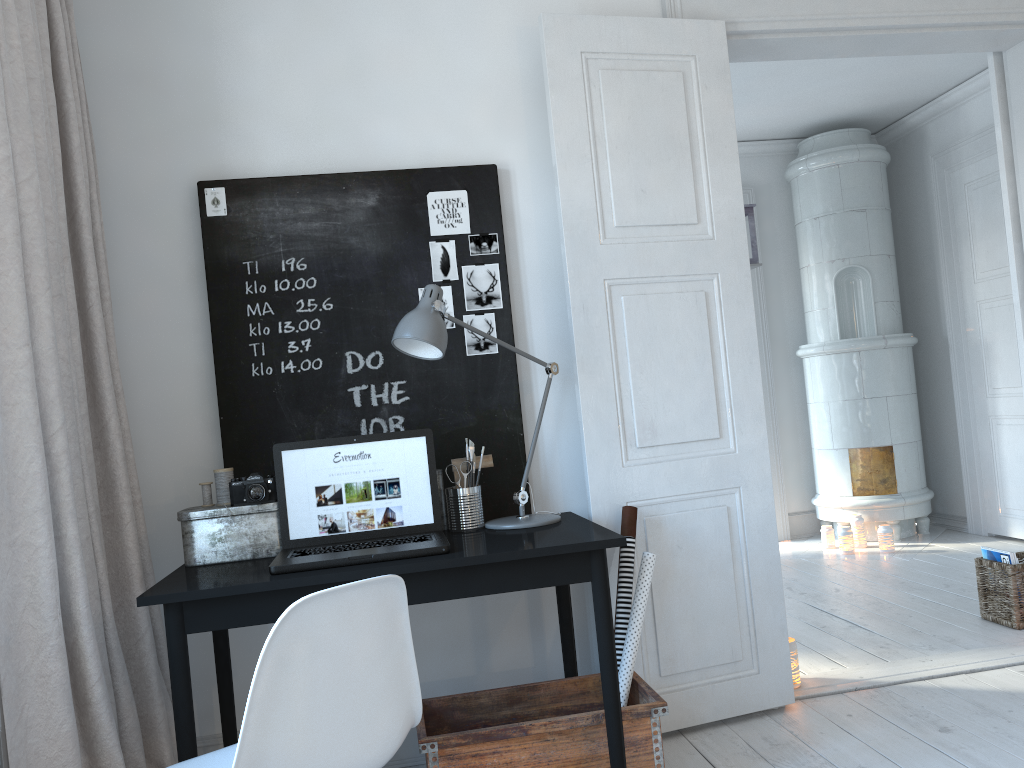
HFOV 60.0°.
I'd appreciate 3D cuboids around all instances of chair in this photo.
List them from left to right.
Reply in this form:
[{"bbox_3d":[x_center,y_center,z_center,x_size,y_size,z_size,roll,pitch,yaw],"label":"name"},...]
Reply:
[{"bbox_3d":[-0.422,0.784,1.763,0.474,0.824,0.554,-5,-1,-44],"label":"chair"}]

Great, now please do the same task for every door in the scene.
[{"bbox_3d":[0.989,-0.065,6.264,2.598,2.505,0.578,-6,-1,-9],"label":"door"},{"bbox_3d":[1.433,-0.197,3.282,2.598,2.505,0.578,-6,-1,-9],"label":"door"},{"bbox_3d":[3.137,-0.314,5.062,0.306,2.505,1.600,-6,-1,-9],"label":"door"}]

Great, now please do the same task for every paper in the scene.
[{"bbox_3d":[0.320,0.798,2.610,0.043,0.669,0.266,-6,-1,37],"label":"paper"},{"bbox_3d":[0.332,0.757,2.684,0.048,0.746,0.297,-6,-1,37],"label":"paper"},{"bbox_3d":[0.331,0.813,2.552,0.283,0.626,0.041,-5,-1,-30],"label":"paper"}]

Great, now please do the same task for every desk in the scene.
[{"bbox_3d":[-0.298,0.826,2.427,1.159,0.759,0.651,-5,-1,-9],"label":"desk"}]

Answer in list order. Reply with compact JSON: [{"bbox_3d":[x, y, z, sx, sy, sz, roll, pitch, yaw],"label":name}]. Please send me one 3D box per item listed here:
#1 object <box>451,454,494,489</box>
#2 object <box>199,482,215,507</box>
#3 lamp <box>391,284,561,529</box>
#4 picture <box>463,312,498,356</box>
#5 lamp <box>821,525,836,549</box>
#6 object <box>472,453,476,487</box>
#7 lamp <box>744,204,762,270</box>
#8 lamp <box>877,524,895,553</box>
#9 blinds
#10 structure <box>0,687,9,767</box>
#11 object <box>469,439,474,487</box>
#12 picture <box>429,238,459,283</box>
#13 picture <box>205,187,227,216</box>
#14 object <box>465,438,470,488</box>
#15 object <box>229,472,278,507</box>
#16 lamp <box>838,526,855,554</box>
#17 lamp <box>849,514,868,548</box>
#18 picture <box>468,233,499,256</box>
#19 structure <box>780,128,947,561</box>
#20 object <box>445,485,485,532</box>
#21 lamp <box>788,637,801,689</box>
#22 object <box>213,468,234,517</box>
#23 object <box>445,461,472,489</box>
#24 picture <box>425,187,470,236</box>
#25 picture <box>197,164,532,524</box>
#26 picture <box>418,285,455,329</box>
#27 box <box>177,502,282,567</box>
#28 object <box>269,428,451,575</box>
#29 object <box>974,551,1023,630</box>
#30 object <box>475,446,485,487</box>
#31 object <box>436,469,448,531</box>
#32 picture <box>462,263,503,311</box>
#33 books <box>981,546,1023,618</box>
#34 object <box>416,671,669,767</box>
[{"bbox_3d":[-0.108,0.327,2.714,0.138,0.209,0.034,-5,-1,-29],"label":"object"},{"bbox_3d":[-0.884,0.320,2.570,0.039,0.069,0.040,-5,-1,-21],"label":"object"},{"bbox_3d":[-0.074,0.070,2.604,0.616,0.716,0.230,-5,-1,-38],"label":"lamp"},{"bbox_3d":[-0.102,-0.164,2.881,0.103,0.136,0.001,-6,-1,-9],"label":"picture"},{"bbox_3d":[2.057,0.996,5.772,0.084,0.146,0.084,-6,-1,-4],"label":"lamp"},{"bbox_3d":[-0.118,0.321,2.664,0.009,0.222,0.082,-6,-1,21],"label":"object"},{"bbox_3d":[1.056,-1.464,4.620,0.228,1.761,0.228,-6,-1,-12],"label":"lamp"},{"bbox_3d":[2.303,0.952,5.461,0.089,0.166,0.089,-6,-1,-10],"label":"lamp"},{"bbox_3d":[-1.106,-0.050,2.266,0.225,2.646,0.831,-6,-1,-9],"label":"blinds"},{"bbox_3d":[-1.115,0.875,1.343,0.195,0.547,1.506,-6,-2,-9],"label":"structure"},{"bbox_3d":[-0.124,0.300,2.673,0.012,0.264,0.062,-6,-1,34],"label":"object"},{"bbox_3d":[-0.220,-0.399,2.871,0.083,0.146,0.002,-6,-1,-9],"label":"picture"},{"bbox_3d":[-0.926,-0.569,2.771,0.061,0.088,0.004,-5,-1,-12],"label":"picture"},{"bbox_3d":[-0.129,0.297,2.672,0.008,0.267,0.060,-6,-1,8],"label":"object"},{"bbox_3d":[-0.718,0.291,2.461,0.137,0.087,0.073,-5,-1,-9],"label":"object"},{"bbox_3d":[2.089,0.976,5.543,0.089,0.166,0.089,-6,-1,-7],"label":"lamp"},{"bbox_3d":[2.223,0.945,5.698,0.098,0.210,0.098,-6,-1,-4],"label":"lamp"},{"bbox_3d":[-0.092,-0.457,2.892,0.095,0.071,0.001,-5,-1,-9],"label":"picture"},{"bbox_3d":[2.225,-0.278,5.904,0.801,2.827,1.247,-6,-1,36],"label":"structure"},{"bbox_3d":[-0.141,0.372,2.653,0.108,0.128,0.108,-6,-1,6],"label":"object"},{"bbox_3d":[0.987,1.006,3.197,0.089,0.166,0.089,-5,-1,-16],"label":"lamp"},{"bbox_3d":[-0.821,0.308,2.513,0.056,0.130,0.167,-6,-1,-10],"label":"object"},{"bbox_3d":[-0.157,0.333,2.663,0.081,0.198,0.050,-6,-1,16],"label":"object"},{"bbox_3d":[-0.203,-0.561,2.877,0.147,0.154,0.004,-6,-1,-9],"label":"picture"},{"bbox_3d":[-0.463,-0.096,2.857,0.952,1.172,0.064,-6,-1,-9],"label":"picture"},{"bbox_3d":[-0.243,-0.244,2.862,0.107,0.150,0.001,-6,-1,-9],"label":"picture"},{"bbox_3d":[-0.779,0.419,2.541,0.317,0.152,0.193,-5,-1,-9],"label":"box"},{"bbox_3d":[-0.408,0.296,2.338,0.445,0.315,0.326,-5,-1,-8],"label":"object"},{"bbox_3d":[2.166,0.867,3.756,0.270,0.265,0.224,-6,-1,-9],"label":"object"},{"bbox_3d":[-0.107,0.310,2.660,0.084,0.240,0.009,-5,-1,-32],"label":"object"},{"bbox_3d":[-0.242,0.359,2.711,0.079,0.188,0.079,-5,-1,-30],"label":"object"},{"bbox_3d":[-0.097,-0.318,2.886,0.121,0.152,0.002,-6,-1,-9],"label":"picture"},{"bbox_3d":[2.150,0.836,3.755,0.201,0.300,0.180,-6,-1,-9],"label":"books"},{"bbox_3d":[0.077,1.028,2.478,0.664,0.282,0.339,-5,-1,-9],"label":"object"}]
